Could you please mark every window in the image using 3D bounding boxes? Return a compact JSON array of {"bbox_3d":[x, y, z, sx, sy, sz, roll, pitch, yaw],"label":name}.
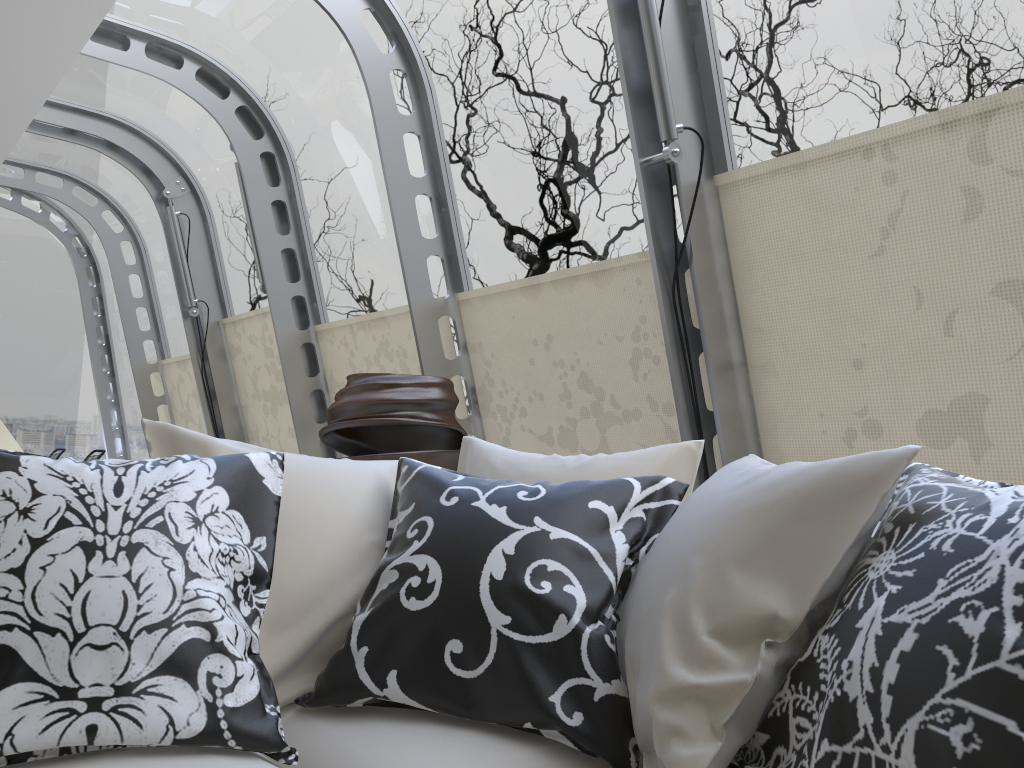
[{"bbox_3d":[-6.640,-0.734,0.936,16.693,3.674,16.171,6,-7,-32],"label":"window"}]

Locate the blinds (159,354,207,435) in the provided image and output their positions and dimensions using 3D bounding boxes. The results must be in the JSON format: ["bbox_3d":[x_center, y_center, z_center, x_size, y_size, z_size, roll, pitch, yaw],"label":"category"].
[{"bbox_3d":[-2.591,0.279,7.395,0.329,1.027,1.430,7,-7,-38],"label":"blinds"}]

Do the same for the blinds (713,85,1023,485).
[{"bbox_3d":[1.205,-0.122,2.576,0.387,1.214,1.376,7,-7,-38],"label":"blinds"}]

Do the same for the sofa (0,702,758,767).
[{"bbox_3d":[0.103,0.510,0.403,3.257,0.866,4.169,7,-7,-38],"label":"sofa"}]

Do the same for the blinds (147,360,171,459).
[{"bbox_3d":[-3.554,0.906,8.791,0.663,2.118,1.829,7,-7,-38],"label":"blinds"}]

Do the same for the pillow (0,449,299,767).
[{"bbox_3d":[-0.638,0.317,1.336,0.604,0.471,0.394,5,-6,-22],"label":"pillow"}]

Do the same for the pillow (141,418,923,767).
[{"bbox_3d":[0.382,0.304,1.074,3.322,0.530,1.656,0,-6,22],"label":"pillow"}]

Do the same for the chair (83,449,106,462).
[{"bbox_3d":[-3.301,0.709,6.289,0.688,0.519,0.446,7,-7,-38],"label":"chair"}]

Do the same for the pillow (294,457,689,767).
[{"bbox_3d":[-0.024,0.377,1.570,0.599,0.483,0.405,0,-6,20],"label":"pillow"}]

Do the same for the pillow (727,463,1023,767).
[{"bbox_3d":[0.551,0.324,1.078,0.382,0.467,0.608,4,-6,-19],"label":"pillow"}]

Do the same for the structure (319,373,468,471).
[{"bbox_3d":[-0.465,0.597,3.353,0.674,1.258,0.672,-1,-6,29],"label":"structure"}]

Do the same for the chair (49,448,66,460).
[{"bbox_3d":[-4.093,0.772,7.288,0.688,0.519,0.446,7,-7,-38],"label":"chair"}]

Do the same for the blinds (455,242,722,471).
[{"bbox_3d":[0.275,0.050,3.781,0.329,1.027,1.430,7,-7,-38],"label":"blinds"}]

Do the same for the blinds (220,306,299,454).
[{"bbox_3d":[-1.653,0.106,6.180,0.387,1.214,1.376,7,-7,-38],"label":"blinds"}]

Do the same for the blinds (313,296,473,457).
[{"bbox_3d":[-0.681,0.126,4.986,0.329,1.027,1.430,7,-7,-38],"label":"blinds"}]
